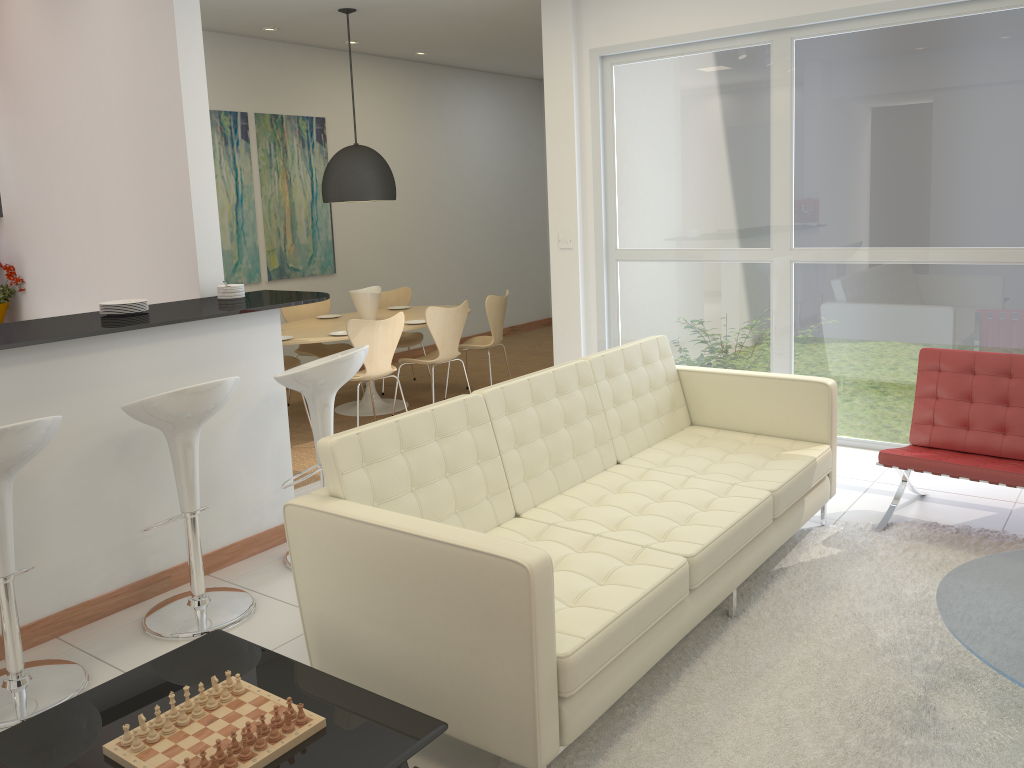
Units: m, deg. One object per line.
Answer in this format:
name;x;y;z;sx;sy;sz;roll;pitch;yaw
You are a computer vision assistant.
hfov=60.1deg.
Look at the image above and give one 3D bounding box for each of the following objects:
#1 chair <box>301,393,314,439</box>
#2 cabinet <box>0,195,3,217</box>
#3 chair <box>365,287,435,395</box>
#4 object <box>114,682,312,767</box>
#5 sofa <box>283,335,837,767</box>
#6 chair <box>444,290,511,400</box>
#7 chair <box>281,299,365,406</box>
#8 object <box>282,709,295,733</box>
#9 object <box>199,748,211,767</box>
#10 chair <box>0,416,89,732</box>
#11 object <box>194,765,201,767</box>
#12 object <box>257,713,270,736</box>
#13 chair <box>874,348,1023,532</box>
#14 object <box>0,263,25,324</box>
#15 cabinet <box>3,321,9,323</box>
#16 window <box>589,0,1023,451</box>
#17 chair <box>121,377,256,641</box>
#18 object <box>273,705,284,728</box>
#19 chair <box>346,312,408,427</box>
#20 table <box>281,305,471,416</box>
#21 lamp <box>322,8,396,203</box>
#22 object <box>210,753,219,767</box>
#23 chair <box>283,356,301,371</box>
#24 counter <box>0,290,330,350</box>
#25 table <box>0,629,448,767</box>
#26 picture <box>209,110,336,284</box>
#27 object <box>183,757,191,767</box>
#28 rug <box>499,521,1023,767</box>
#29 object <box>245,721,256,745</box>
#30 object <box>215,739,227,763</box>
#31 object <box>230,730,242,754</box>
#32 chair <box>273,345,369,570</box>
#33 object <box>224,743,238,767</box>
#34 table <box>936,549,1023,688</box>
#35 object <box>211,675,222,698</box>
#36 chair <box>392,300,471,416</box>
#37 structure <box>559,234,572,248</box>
chair;-1.769;0.009;6.242;0.521;0.899;0.520;1;10;21
cabinet;-4.508;-1.149;4.689;0.352;0.653;3.267;4;13;36
chair;-1.075;-0.414;8.157;0.523;0.899;0.519;-8;10;-29
object;-0.699;0.821;2.090;0.350;0.001;0.349;6;14;36
sofa;0.437;0.443;3.579;1.003;0.914;2.584;5;13;36
chair;-0.273;-0.337;7.616;0.516;0.899;0.526;1;10;20
chair;-1.637;-0.277;7.607;0.517;0.899;0.524;5;12;40
object;-0.528;0.790;2.083;0.030;0.052;0.030;6;13;44
object;-0.679;0.826;1.948;0.030;0.049;0.030;6;13;44
chair;-1.745;0.607;3.035;0.459;1.012;0.466;-10;12;-42
object;-0.670;0.839;1.893;0.030;0.043;0.030;7;13;44
object;-0.584;0.795;2.075;0.030;0.049;0.030;6;13;44
chair;2.224;0.292;4.234;0.702;0.810;0.711;6;13;41
object;-3.493;-0.607;5.839;0.522;0.445;0.508;1;11;16
cabinet;-3.617;0.455;4.246;2.500;0.976;3.360;6;14;36
window;2.025;-0.932;5.571;3.440;2.691;0.122;5;11;36
chair;-1.311;0.469;3.615;0.459;1.012;0.466;-10;12;-42
object;-0.560;0.788;2.107;0.030;0.049;0.030;6;13;44
chair;-1.068;-0.064;6.454;0.517;0.899;0.524;6;13;43
table;-1.195;-0.159;7.366;1.282;0.723;2.279;6;14;37
lamp;-1.264;-2.211;7.070;0.595;1.481;0.598;5;11;38
object;-0.647;0.828;1.924;0.030;0.052;0.030;6;13;44
chair;-1.955;-0.144;7.027;0.516;0.899;0.526;0;10;16
counter;-1.991;-0.218;3.666;0.737;0.019;2.987;6;14;36
table;-0.714;1.044;2.149;0.918;0.418;0.706;6;13;36
picture;-2.290;-1.670;7.957;0.020;1.494;1.751;4;12;36
object;-0.702;0.833;1.917;0.030;0.049;0.030;6;13;44
rug;1.346;1.017;2.875;2.449;0.004;3.352;7;15;37
object;-0.608;0.803;2.044;0.030;0.049;0.030;6;13;44
object;-0.655;0.818;1.980;0.030;0.049;0.030;6;13;44
object;-0.631;0.810;2.012;0.030;0.049;0.030;6;13;44
chair;-0.880;0.331;4.198;0.465;1.012;0.461;1;10;22
object;-0.623;0.819;1.956;0.030;0.054;0.030;6;13;44
table;1.975;0.892;2.365;1.540;0.400;1.331;6;14;35
object;-0.753;0.766;2.249;0.030;0.052;0.030;3;11;29
chair;-0.621;-0.197;7.006;0.517;0.899;0.525;4;11;36
structure;0.396;-1.061;6.576;0.114;0.103;0.013;5;11;36
